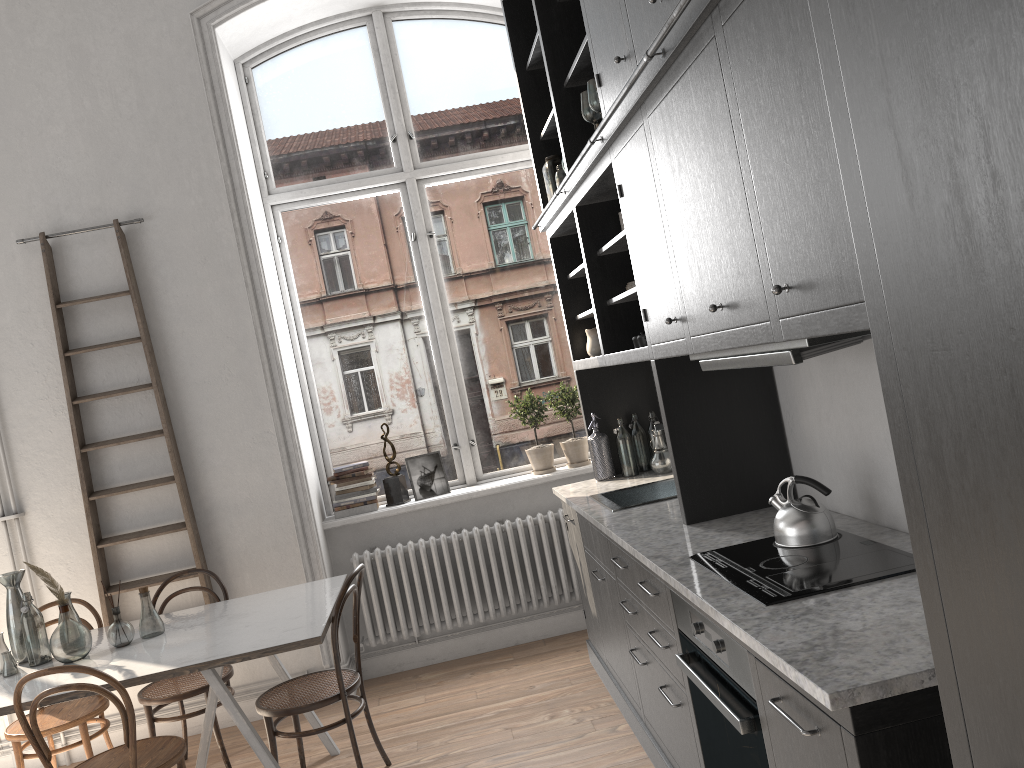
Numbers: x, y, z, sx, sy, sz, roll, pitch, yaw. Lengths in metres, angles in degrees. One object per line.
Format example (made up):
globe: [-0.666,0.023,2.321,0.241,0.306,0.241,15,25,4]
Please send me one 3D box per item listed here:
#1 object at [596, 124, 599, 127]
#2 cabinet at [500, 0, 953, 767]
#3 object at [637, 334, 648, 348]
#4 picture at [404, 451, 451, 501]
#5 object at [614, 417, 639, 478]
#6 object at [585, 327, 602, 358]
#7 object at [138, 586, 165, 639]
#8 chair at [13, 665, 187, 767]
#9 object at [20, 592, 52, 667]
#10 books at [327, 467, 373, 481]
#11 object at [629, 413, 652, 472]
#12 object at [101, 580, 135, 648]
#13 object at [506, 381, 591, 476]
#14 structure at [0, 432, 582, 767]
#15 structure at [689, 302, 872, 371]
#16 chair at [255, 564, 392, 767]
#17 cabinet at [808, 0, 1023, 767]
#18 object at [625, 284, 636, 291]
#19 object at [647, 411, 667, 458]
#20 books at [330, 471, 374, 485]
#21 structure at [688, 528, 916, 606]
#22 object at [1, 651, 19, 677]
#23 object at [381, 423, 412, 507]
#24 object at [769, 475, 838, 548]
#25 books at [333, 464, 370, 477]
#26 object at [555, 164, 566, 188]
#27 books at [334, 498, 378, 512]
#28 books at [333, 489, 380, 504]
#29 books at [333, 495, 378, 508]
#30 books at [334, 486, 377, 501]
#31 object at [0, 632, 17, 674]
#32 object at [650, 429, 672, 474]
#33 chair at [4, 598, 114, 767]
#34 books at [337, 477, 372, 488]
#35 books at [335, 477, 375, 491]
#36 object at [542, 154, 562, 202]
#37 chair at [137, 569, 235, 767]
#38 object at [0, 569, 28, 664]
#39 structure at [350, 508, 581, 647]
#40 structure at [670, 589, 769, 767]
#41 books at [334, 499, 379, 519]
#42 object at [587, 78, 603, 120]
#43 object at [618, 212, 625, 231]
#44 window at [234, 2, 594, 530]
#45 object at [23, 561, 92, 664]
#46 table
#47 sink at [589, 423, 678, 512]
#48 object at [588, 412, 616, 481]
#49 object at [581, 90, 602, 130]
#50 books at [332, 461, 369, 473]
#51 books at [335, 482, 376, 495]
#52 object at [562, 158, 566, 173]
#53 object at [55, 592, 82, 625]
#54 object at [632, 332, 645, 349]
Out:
object: [0.370,-1.017,3.723,0.123,0.161,0.123,-11,1,3]
cabinet: [0.512,-0.355,3.086,0.635,3.584,3.251,-11,1,-6]
object: [0.528,-0.176,3.417,0.088,0.059,0.104,-12,1,-27]
picture: [-0.516,0.552,5.319,0.221,0.264,0.149,-12,1,-22]
object: [0.576,0.320,4.508,0.086,0.301,0.086,-12,1,-20]
object: [0.436,-0.214,4.514,0.127,0.144,0.116,-12,1,-27]
object: [-1.560,0.974,3.800,0.101,0.212,0.101,-11,1,34]
chair: [-1.446,1.393,3.231,0.438,0.921,0.549,-11,1,5]
object: [-1.992,1.016,3.692,0.086,0.301,0.086,-12,1,-20]
books: [-0.952,0.533,5.229,0.231,0.023,0.162,-11,1,10]
object: [0.662,0.301,4.596,0.086,0.301,0.086,-11,1,9]
object: [-1.657,0.958,3.715,0.106,0.283,0.107,-12,1,-11]
object: [0.238,0.261,5.354,0.500,0.524,0.234,-12,1,-16]
structure: [-2.282,-0.270,4.866,5.181,4.474,0.340,-11,1,-5]
structure: [0.765,-0.136,2.326,0.379,0.123,0.844,-11,1,-6]
chair: [-0.805,1.259,3.719,0.549,0.921,0.437,-11,1,7]
cabinet: [0.884,0.218,0.531,0.633,2.372,1.401,-11,1,-6]
object: [-2.071,1.037,4.070,5.827,1.842,0.792,-11,1,0]
object: [0.734,0.288,4.496,0.086,0.301,0.086,-10,1,40]
books: [-0.940,0.552,5.231,0.243,0.019,0.174,-11,1,-6]
structure: [0.753,0.461,2.319,0.427,0.011,0.592,-11,1,-6]
object: [-2.039,1.132,3.591,0.058,0.094,0.058,-11,1,23]
object: [-0.719,0.472,5.257,0.122,0.488,0.102,-11,1,19]
object: [0.811,0.348,2.496,0.171,0.186,0.171,-11,1,5]
books: [-0.943,0.509,5.230,0.205,0.020,0.155,-11,1,-6]
object: [0.274,-1.002,4.371,0.114,0.155,0.114,-11,1,-2]
books: [-0.916,0.705,5.220,0.249,0.023,0.175,-11,1,-10]
books: [-0.916,0.662,5.236,0.255,0.014,0.192,-11,1,-2]
books: [-0.921,0.682,5.220,0.249,0.023,0.175,-11,1,-5]
books: [-0.922,0.641,5.236,0.245,0.028,0.193,-11,1,-11]
object: [-2.114,1.114,3.679,0.083,0.158,0.083,-11,1,-10]
object: [0.734,0.329,4.369,0.132,0.219,0.120,-11,1,-5]
chair: [-2.106,1.515,4.146,0.437,0.921,0.549,-11,1,-8]
books: [-0.930,0.572,5.231,0.205,0.022,0.155,-11,1,-11]
books: [-0.923,0.592,5.237,0.222,0.024,0.158,-11,1,-6]
object: [0.233,-1.037,4.511,0.118,0.238,0.118,-12,1,-20]
chair: [-1.554,1.403,4.280,0.438,0.921,0.549,-11,1,1]
object: [-2.107,0.996,3.793,0.116,0.383,0.116,-11,1,6]
structure: [-0.147,1.088,5.151,1.577,0.552,0.194,-11,1,-5]
structure: [0.823,0.850,2.325,0.618,0.623,0.622,-11,1,-6]
books: [-0.912,0.737,5.222,0.248,0.043,0.192,-11,1,-6]
object: [0.337,-1.037,3.346,0.083,0.221,0.083,-10,1,41]
object: [0.501,-0.666,3.767,0.081,0.135,0.059,-12,1,-38]
window: [4.462,-6.282,8.945,14.382,15.938,26.398,-11,1,-6]
object: [-1.830,0.911,3.619,0.157,0.446,0.157,-11,1,12]
table: [-1.745,1.518,3.672,2.200,0.780,1.100,-11,1,-6]
sink: [0.624,0.435,3.865,0.514,0.505,0.526,-11,1,-6]
object: [0.449,0.317,4.560,0.108,0.349,0.109,-12,1,-24]
object: [0.322,-1.035,3.477,0.083,0.221,0.083,-11,1,26]
books: [-0.953,0.489,5.239,0.200,0.024,0.159,-11,1,-16]
books: [-0.921,0.616,5.232,0.205,0.022,0.155,-11,1,9]
object: [0.267,-1.099,3.952,0.134,0.357,0.134,-10,1,39]
object: [-1.884,1.017,3.775,0.098,0.255,0.100,-12,1,-29]
object: [0.525,-0.177,3.530,0.088,0.059,0.104,-12,1,-17]
